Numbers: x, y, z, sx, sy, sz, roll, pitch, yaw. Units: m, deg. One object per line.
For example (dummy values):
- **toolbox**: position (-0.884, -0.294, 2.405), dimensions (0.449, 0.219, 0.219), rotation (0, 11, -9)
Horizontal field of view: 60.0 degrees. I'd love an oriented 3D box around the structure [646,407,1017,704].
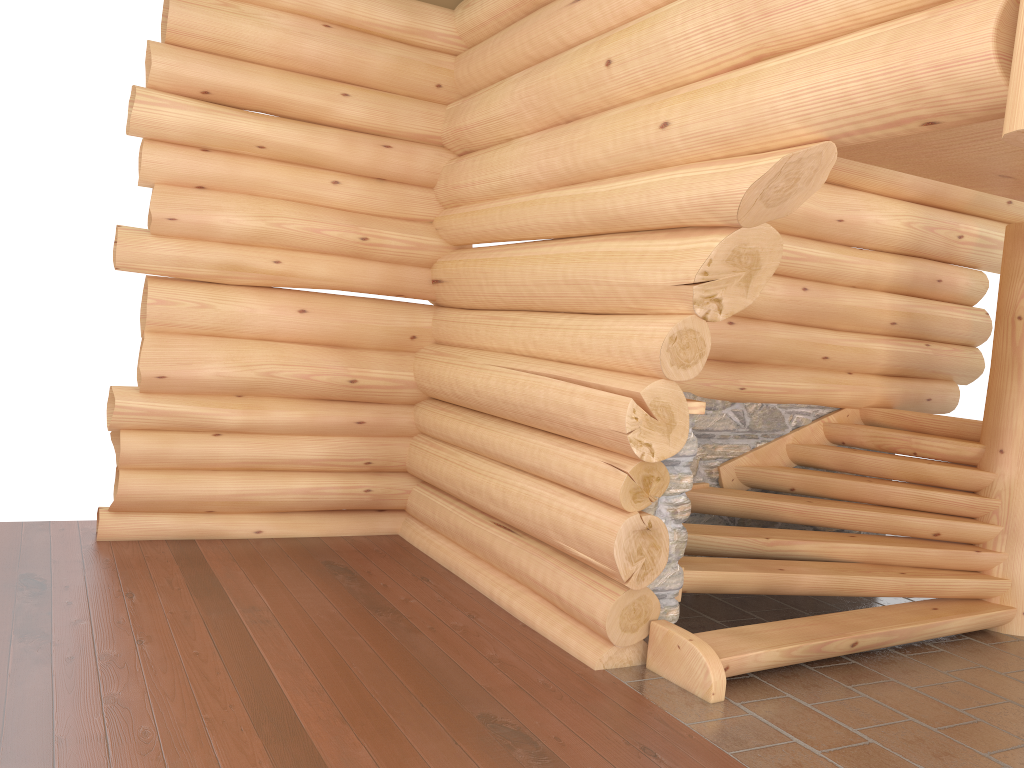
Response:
- **structure**: position (2.052, 0.810, 6.313), dimensions (3.604, 1.643, 1.951), rotation (3, 4, -34)
